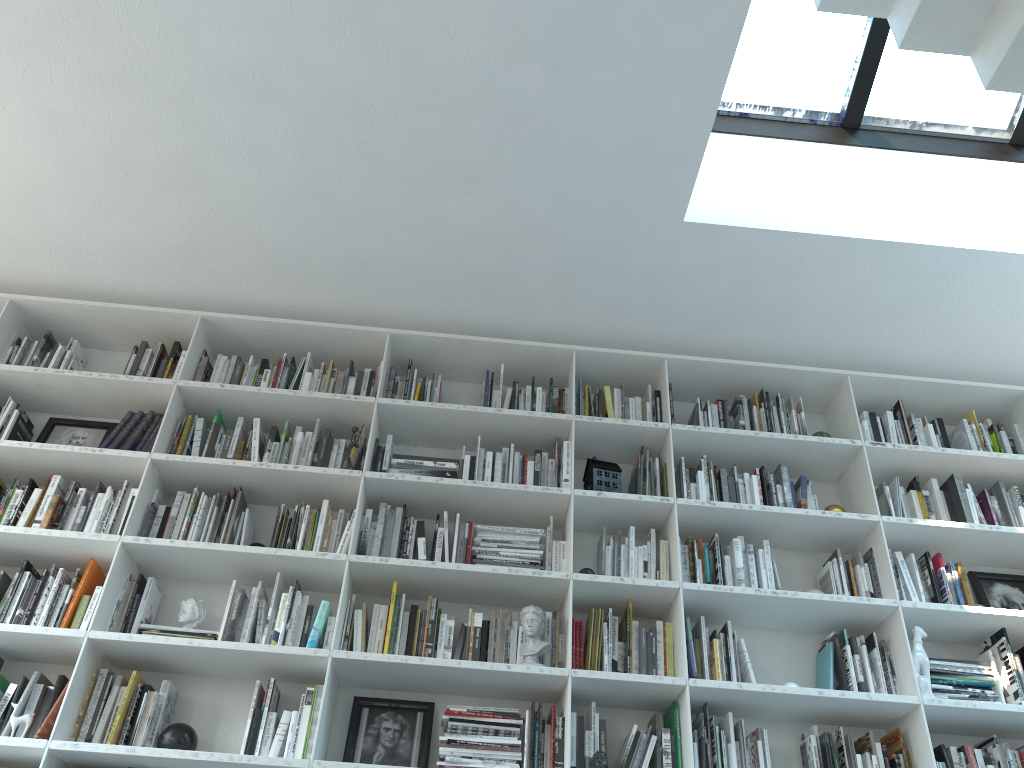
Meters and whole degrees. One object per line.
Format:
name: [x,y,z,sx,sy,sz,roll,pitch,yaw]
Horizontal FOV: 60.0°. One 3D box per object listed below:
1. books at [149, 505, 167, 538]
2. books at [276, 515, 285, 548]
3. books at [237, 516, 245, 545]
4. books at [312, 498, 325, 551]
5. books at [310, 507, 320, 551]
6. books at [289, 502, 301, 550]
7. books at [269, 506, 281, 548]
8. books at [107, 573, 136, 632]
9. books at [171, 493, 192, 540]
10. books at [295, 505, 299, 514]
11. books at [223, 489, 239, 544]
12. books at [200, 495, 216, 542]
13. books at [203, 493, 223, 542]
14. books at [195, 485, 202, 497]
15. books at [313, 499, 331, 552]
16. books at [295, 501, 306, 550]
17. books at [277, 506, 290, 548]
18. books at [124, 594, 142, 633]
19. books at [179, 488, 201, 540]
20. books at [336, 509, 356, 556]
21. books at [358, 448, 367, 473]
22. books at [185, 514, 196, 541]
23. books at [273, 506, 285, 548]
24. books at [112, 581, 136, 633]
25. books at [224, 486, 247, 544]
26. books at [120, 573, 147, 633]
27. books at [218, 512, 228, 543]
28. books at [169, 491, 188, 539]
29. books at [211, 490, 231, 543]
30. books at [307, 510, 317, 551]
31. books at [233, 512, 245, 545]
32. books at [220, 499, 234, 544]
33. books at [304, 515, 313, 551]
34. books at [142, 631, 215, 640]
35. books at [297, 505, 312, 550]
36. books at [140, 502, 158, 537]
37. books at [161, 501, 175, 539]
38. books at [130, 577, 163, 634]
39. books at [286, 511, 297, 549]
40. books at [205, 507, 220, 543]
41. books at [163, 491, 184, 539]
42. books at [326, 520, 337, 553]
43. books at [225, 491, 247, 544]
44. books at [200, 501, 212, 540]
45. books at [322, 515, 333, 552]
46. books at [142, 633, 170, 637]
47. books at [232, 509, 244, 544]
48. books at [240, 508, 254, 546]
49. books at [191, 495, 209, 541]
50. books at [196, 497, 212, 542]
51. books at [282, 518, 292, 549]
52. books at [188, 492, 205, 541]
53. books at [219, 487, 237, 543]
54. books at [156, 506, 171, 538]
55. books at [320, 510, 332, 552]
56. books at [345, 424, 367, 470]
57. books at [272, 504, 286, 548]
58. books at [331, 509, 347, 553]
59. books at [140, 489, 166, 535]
books: [-1.410,0.615,3.541,0.029,0.223,0.137,5,-37,-2]
books: [-0.920,0.655,3.546,0.013,0.215,0.150,5,-37,-2]
books: [-1.079,0.646,3.541,0.004,0.208,0.132,5,-37,-2]
books: [-0.778,0.627,3.569,0.006,0.302,0.166,5,-37,-2]
books: [-0.785,0.645,3.551,0.006,0.251,0.181,5,-37,-2]
books: [-0.868,0.633,3.560,0.005,0.273,0.158,5,-37,-2]
books: [-0.949,0.639,3.558,0.005,0.252,0.162,5,-37,-2]
books: [-1.462,0.875,3.331,0.012,0.283,0.160,5,-37,-2]
books: [-1.308,0.595,3.536,0.024,0.260,0.178,5,-37,-2]
books: [-0.882,0.641,3.566,0.009,0.265,0.150,5,-37,-2]
books: [-1.126,0.600,3.571,0.005,0.314,0.158,5,-37,-2]
books: [-1.202,0.601,3.534,0.009,0.259,0.181,5,-37,-2]
books: [-1.192,0.598,3.544,0.011,0.277,0.170,5,-37,-2]
books: [-1.291,0.583,3.564,0.011,0.315,0.155,5,-37,-2]
books: [-0.763,0.635,3.560,0.022,0.283,0.191,5,-37,-2]
books: [-0.850,0.636,3.573,0.033,0.286,0.156,5,-37,-2]
books: [-0.908,0.632,3.531,0.005,0.235,0.179,5,-37,-2]
books: [-1.407,0.910,3.311,0.034,0.208,0.137,5,-37,-2]
books: [-1.280,0.584,3.537,0.010,0.282,0.185,5,-37,-2]
books: [-0.653,0.651,3.533,0.064,0.235,0.210,5,-37,-2]
books: [-0.638,0.398,3.781,0.028,0.210,0.135,5,-37,-2]
books: [-1.264,0.634,3.522,0.029,0.185,0.150,5,-37,-2]
books: [-0.927,0.634,3.539,0.005,0.239,0.174,5,-37,-2]
books: [-1.445,0.884,3.318,0.024,0.255,0.134,5,-37,-2]
books: [-1.120,0.593,3.573,0.005,0.329,0.162,5,-37,-2]
books: [-1.428,0.880,3.345,0.011,0.296,0.136,5,-37,-2]
books: [-1.151,0.641,3.546,0.012,0.216,0.134,5,-37,-2]
books: [-1.325,0.587,3.539,0.012,0.274,0.158,5,-37,-2]
books: [-1.159,0.595,3.548,0.011,0.290,0.177,5,-37,-2]
books: [-0.802,0.648,3.556,0.017,0.251,0.140,5,-37,-2]
books: [-1.087,0.644,3.545,0.012,0.216,0.152,5,-37,-2]
books: [-1.134,0.613,3.544,0.010,0.260,0.159,5,-37,-2]
books: [-0.817,0.661,3.561,0.011,0.234,0.131,5,-37,-2]
books: [-1.222,0.961,3.280,0.254,0.012,0.162,7,-37,-4]
books: [-0.825,0.635,3.534,0.013,0.242,0.190,5,-37,-2]
books: [-1.430,0.605,3.516,0.015,0.206,0.187,5,-37,-2]
books: [-1.364,0.605,3.536,0.012,0.238,0.135,5,-37,-2]
books: [-1.377,0.882,3.327,0.021,0.276,0.137,5,-37,-2]
books: [-0.873,0.642,3.525,0.006,0.215,0.182,5,-37,-2]
books: [-1.182,0.623,3.518,0.011,0.208,0.182,5,-37,-2]
books: [-1.344,0.586,3.543,0.026,0.278,0.151,5,-37,-2]
books: [-0.721,0.673,3.550,0.024,0.215,0.143,5,-37,-2]
books: [-1.103,0.598,3.543,0.011,0.285,0.190,5,-37,-2]
books: [-1.213,0.612,3.545,0.011,0.254,0.153,5,-37,-2]
books: [-0.738,0.666,3.553,0.011,0.228,0.166,5,-37,-2]
books: [-1.222,0.969,3.269,0.254,0.012,0.162,8,-38,-6]
books: [-1.097,0.639,3.555,0.009,0.235,0.135,5,-37,-2]
books: [-1.062,0.635,3.542,0.031,0.231,0.148,5,-37,-2]
books: [-1.233,0.597,3.524,0.012,0.250,0.185,5,-37,-2]
books: [-1.223,0.609,3.547,0.010,0.260,0.170,5,-37,-2]
books: [-0.893,0.662,3.539,0.011,0.198,0.163,5,-37,-2]
books: [-1.243,0.591,3.526,0.009,0.261,0.190,5,-37,-2]
books: [-1.140,0.593,3.568,0.004,0.319,0.154,5,-37,-2]
books: [-1.383,0.619,3.539,0.024,0.218,0.141,5,-37,-2]
books: [-0.748,0.651,3.558,0.010,0.256,0.141,5,-37,-2]
books: [-0.677,0.343,3.787,0.058,0.300,0.176,5,-37,-2]
books: [-0.941,0.636,3.571,0.012,0.274,0.130,5,-37,-2]
books: [-0.697,0.653,3.555,0.022,0.255,0.156,5,-37,-2]
books: [-1.443,0.584,3.552,0.012,0.283,0.160,5,-37,-2]
